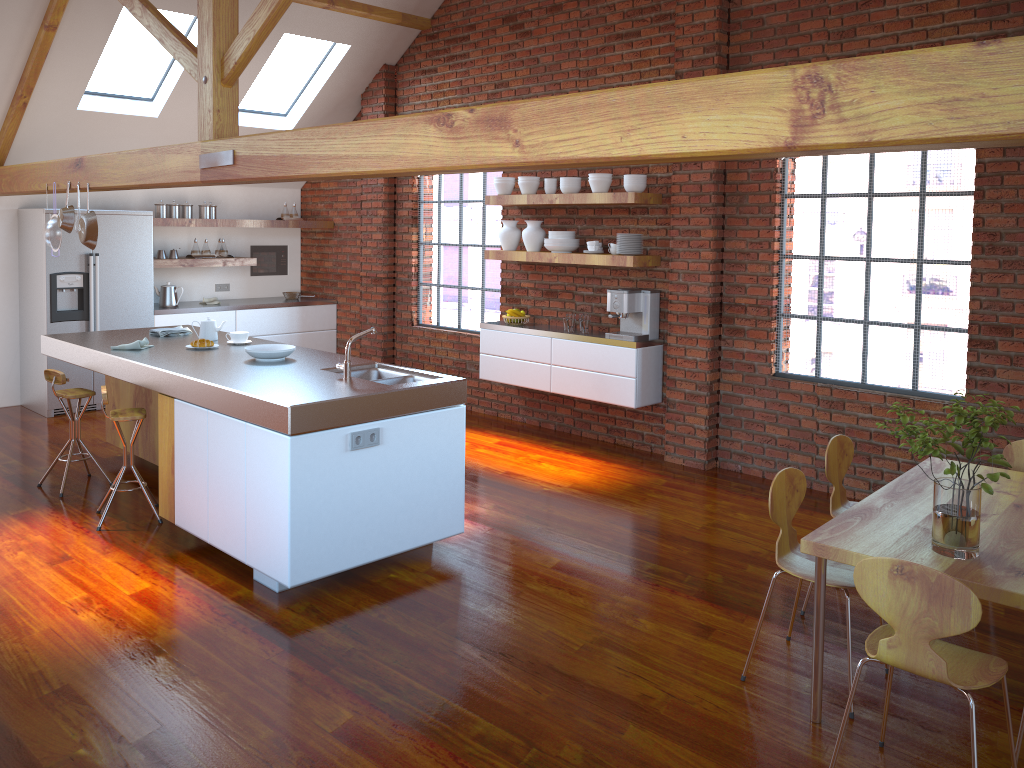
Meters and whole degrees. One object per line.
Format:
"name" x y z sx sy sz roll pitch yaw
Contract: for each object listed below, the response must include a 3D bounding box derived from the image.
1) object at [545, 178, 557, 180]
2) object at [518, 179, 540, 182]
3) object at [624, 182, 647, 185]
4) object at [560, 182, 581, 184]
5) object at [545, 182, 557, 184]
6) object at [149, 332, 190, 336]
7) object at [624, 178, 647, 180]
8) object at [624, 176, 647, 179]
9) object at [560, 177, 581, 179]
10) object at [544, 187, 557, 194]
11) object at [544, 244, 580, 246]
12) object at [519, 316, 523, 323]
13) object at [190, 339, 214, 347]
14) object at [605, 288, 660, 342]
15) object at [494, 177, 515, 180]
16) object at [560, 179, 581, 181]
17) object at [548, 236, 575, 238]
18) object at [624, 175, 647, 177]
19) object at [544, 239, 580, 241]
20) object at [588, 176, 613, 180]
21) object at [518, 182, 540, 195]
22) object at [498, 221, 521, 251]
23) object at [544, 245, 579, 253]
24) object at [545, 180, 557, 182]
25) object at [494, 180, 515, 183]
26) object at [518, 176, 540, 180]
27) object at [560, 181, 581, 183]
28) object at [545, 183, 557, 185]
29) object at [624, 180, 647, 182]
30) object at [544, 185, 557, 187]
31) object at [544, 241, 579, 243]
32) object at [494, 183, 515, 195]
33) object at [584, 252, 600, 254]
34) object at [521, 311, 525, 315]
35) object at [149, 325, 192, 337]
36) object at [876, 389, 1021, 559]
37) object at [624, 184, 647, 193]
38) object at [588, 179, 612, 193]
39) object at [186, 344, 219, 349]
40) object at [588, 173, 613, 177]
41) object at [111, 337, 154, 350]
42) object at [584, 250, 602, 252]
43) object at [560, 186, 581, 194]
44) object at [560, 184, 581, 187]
"object" 0.308 -1.603 7.007 0.099 0.060 0.100 0 8 -6
"object" 0.136 -1.597 7.110 0.180 0.103 0.183 -1 8 -9
"object" 0.893 -1.433 6.389 0.165 0.060 0.168 0 9 -6
"object" 0.455 -1.533 6.840 0.166 0.060 0.167 8 12 38
"object" 0.308 -1.578 7.008 0.099 0.060 0.100 0 8 -6
"object" -2.358 -0.354 6.079 0.231 0.026 0.167 3 10 10
"object" 0.894 -1.460 6.388 0.165 0.060 0.168 0 9 -6
"object" 0.894 -1.471 6.387 0.165 0.060 0.168 0 9 -6
"object" 0.456 -1.572 6.838 0.166 0.060 0.167 8 12 38
"object" 0.307 -1.535 7.010 0.099 0.060 0.100 0 8 -6
"object" 0.391 -1.071 6.916 0.282 0.055 0.284 6 11 27
"object" 0.066 -0.546 7.361 0.070 0.068 0.069 -4 8 -36
"object" -1.908 -0.254 5.421 0.138 0.051 0.063 -4 9 -26
"object" 0.871 -0.519 6.470 0.272 0.367 0.381 6 9 44
"object" -0.063 -1.649 7.255 0.180 0.103 0.183 -1 8 -9
"object" 0.455 -1.558 6.839 0.166 0.060 0.167 8 12 38
"object" 0.392 -1.131 6.912 0.215 0.054 0.215 8 12 36
"object" 0.894 -1.485 6.386 0.165 0.060 0.168 0 9 -6
"object" 0.392 -1.112 6.913 0.282 0.055 0.284 6 11 27
"object" 0.661 -1.497 6.592 0.180 0.103 0.183 3 9 15
"object" 0.136 -1.576 7.111 0.180 0.103 0.183 -1 8 -9
"object" -0.018 -1.236 7.333 0.192 0.247 0.194 0 6 -6
"object" 0.391 -1.061 6.916 0.282 0.055 0.284 6 11 27
"object" 0.308 -1.590 7.008 0.099 0.060 0.100 0 8 -6
"object" -0.063 -1.626 7.256 0.180 0.103 0.183 -1 8 -9
"object" 0.137 -1.620 7.109 0.180 0.103 0.183 -1 8 -9
"object" 0.455 -1.547 6.839 0.166 0.060 0.167 8 12 38
"object" 0.308 -1.565 7.009 0.099 0.060 0.100 0 8 -6
"object" 0.894 -1.446 6.388 0.165 0.060 0.168 0 9 -6
"object" 0.307 -1.551 7.010 0.099 0.060 0.100 0 8 -6
"object" 0.391 -1.093 6.914 0.282 0.055 0.284 6 11 27
"object" -0.063 -1.605 7.258 0.180 0.103 0.183 -1 8 -9
"object" 0.616 -0.987 6.647 0.154 0.012 0.156 2 10 5
"object" 0.089 -0.589 7.333 0.047 0.046 0.055 0 7 -4
"object" -2.343 -0.362 6.046 0.166 0.049 0.233 10 13 44
"object" 1.384 0.285 2.797 0.426 0.517 0.393 1 6 0
"object" 0.893 -1.417 6.390 0.165 0.060 0.168 0 9 -6
"object" 0.661 -1.476 6.593 0.180 0.103 0.183 3 9 15
"object" -1.904 -0.229 5.411 0.195 0.014 0.197 -4 11 -24
"object" 0.662 -1.520 6.590 0.180 0.103 0.183 3 9 15
"object" -2.317 -0.250 5.363 0.196 0.061 0.207 2 10 7
"object" 0.616 -1.000 6.647 0.154 0.012 0.156 2 10 5
"object" 0.455 -1.503 6.841 0.166 0.060 0.167 8 12 38
"object" 0.455 -1.520 6.841 0.166 0.060 0.167 8 12 38
